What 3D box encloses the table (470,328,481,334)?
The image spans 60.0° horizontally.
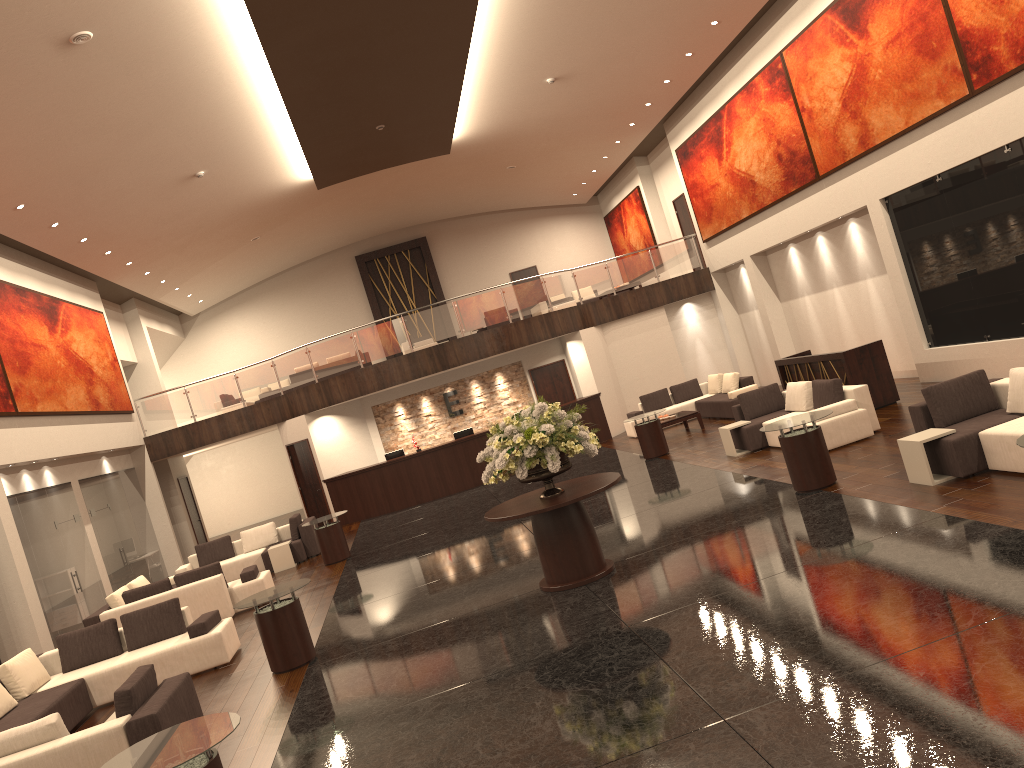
[{"bbox_3d":[-1.011,-1.452,26.991,0.400,0.460,0.400,-17,1,-7],"label":"table"}]

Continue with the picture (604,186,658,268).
[{"bbox_3d":[3.902,-4.724,29.031,0.070,2.526,4.515,-17,1,-7],"label":"picture"}]

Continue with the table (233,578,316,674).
[{"bbox_3d":[-2.425,2.597,9.409,0.844,0.795,0.833,-17,1,44],"label":"table"}]

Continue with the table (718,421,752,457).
[{"bbox_3d":[3.586,0.863,14.041,0.400,0.460,0.400,-17,1,-7],"label":"table"}]

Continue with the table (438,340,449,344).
[{"bbox_3d":[-2.175,-1.111,28.544,0.400,0.460,0.400,-17,1,-7],"label":"table"}]

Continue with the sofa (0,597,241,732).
[{"bbox_3d":[-4.540,3.217,9.492,2.586,0.862,3.366,-17,1,-7],"label":"sofa"}]

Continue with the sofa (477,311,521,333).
[{"bbox_3d":[-0.544,-1.818,27.849,1.291,0.862,2.846,-17,1,-7],"label":"sofa"}]

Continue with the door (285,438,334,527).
[{"bbox_3d":[-4.923,2.473,21.652,0.990,2.232,0.104,-17,1,43],"label":"door"}]

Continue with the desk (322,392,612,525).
[{"bbox_3d":[-0.968,1.808,21.393,7.146,1.171,1.674,-17,1,-6],"label":"desk"}]

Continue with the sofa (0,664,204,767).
[{"bbox_3d":[-3.944,3.063,6.930,2.846,0.862,1.291,-17,1,-7],"label":"sofa"}]

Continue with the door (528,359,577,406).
[{"bbox_3d":[1.211,0.559,22.950,0.990,2.232,0.104,-17,1,-7],"label":"door"}]

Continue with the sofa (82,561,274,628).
[{"bbox_3d":[-5.213,3.361,14.797,2.586,0.862,3.366,-17,1,-7],"label":"sofa"}]

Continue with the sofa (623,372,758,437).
[{"bbox_3d":[4.019,0.448,19.812,2.586,0.862,3.366,-17,1,-7],"label":"sofa"}]

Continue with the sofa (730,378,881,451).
[{"bbox_3d":[4.245,0.456,13.343,1.291,0.862,2.846,-17,1,-7],"label":"sofa"}]

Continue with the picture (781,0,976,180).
[{"bbox_3d":[5.711,-5.108,14.399,0.070,2.526,4.515,-17,1,-7],"label":"picture"}]

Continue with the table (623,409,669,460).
[{"bbox_3d":[2.587,0.964,16.515,0.833,0.795,0.844,-17,1,32],"label":"table"}]

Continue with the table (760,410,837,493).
[{"bbox_3d":[3.371,0.797,10.173,0.844,0.795,0.833,-17,1,44],"label":"table"}]

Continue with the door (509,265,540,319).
[{"bbox_3d":[0.703,-2.959,31.077,0.990,2.232,0.104,-17,1,-7],"label":"door"}]

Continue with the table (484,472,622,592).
[{"bbox_3d":[0.560,1.610,9.400,1.498,0.921,1.498,-17,1,-16],"label":"table"}]

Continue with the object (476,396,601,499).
[{"bbox_3d":[0.237,0.654,9.387,1.402,1.097,1.453,-17,1,39],"label":"object"}]

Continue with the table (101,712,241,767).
[{"bbox_3d":[-1.868,2.477,5.125,0.844,0.795,0.833,-17,1,44],"label":"table"}]

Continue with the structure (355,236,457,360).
[{"bbox_3d":[-3.549,-2.688,30.454,2.524,4.236,0.187,-17,1,-7],"label":"structure"}]

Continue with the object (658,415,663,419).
[{"bbox_3d":[3.198,0.710,19.085,0.119,0.106,0.119,-17,1,16],"label":"object"}]

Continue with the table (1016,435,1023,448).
[{"bbox_3d":[3.928,0.677,5.889,0.844,0.795,0.833,-17,1,44],"label":"table"}]

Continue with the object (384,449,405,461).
[{"bbox_3d":[-2.765,1.847,21.260,0.483,0.485,0.189,-17,1,8],"label":"object"}]

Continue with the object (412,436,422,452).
[{"bbox_3d":[-2.249,1.401,20.798,0.163,0.390,0.165,-17,1,1],"label":"object"}]

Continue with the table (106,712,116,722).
[{"bbox_3d":[-3.222,3.043,7.683,0.400,0.460,0.400,-17,1,-7],"label":"table"}]

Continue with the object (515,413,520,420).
[{"bbox_3d":[0.316,0.891,21.572,0.483,0.485,0.189,-18,1,-32],"label":"object"}]

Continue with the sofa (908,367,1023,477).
[{"bbox_3d":[4.880,0.321,8.210,1.291,0.862,2.846,-17,1,-7],"label":"sofa"}]

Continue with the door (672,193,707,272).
[{"bbox_3d":[5.032,-4.225,25.087,0.104,2.232,0.990,-17,1,-7],"label":"door"}]

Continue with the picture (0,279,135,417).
[{"bbox_3d":[-9.050,-0.589,18.012,0.070,2.526,6.485,-17,1,-7],"label":"picture"}]

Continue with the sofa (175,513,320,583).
[{"bbox_3d":[-5.241,3.339,17.425,2.846,0.862,1.291,-17,1,-7],"label":"sofa"}]

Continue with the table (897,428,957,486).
[{"bbox_3d":[4.220,0.728,8.908,0.400,0.460,0.400,-17,1,-7],"label":"table"}]

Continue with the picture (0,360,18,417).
[{"bbox_3d":[-8.374,-0.733,12.543,0.070,2.526,4.515,-17,1,-7],"label":"picture"}]

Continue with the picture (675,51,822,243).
[{"bbox_3d":[5.035,-4.964,19.868,0.070,2.526,6.485,-17,1,-7],"label":"picture"}]

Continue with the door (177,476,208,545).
[{"bbox_3d":[-8.570,3.573,23.893,0.104,2.232,0.990,-17,1,-7],"label":"door"}]

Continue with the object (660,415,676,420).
[{"bbox_3d":[3.287,0.721,18.833,0.437,0.040,0.154,-17,1,39],"label":"object"}]

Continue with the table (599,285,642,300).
[{"bbox_3d":[3.338,-2.759,27.229,1.100,0.380,1.100,-17,1,-7],"label":"table"}]

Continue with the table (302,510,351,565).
[{"bbox_3d":[-3.209,2.764,15.751,0.833,0.795,0.844,-17,1,32],"label":"table"}]

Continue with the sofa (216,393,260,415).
[{"bbox_3d":[-7.524,0.338,27.938,3.366,0.862,2.586,-17,1,-7],"label":"sofa"}]

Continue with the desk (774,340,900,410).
[{"bbox_3d":[5.572,-0.075,15.423,0.700,1.043,2.606,-17,1,-7],"label":"desk"}]

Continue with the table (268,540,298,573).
[{"bbox_3d":[-4.358,3.284,16.872,0.400,0.460,0.400,-17,1,-7],"label":"table"}]

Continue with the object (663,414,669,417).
[{"bbox_3d":[3.292,0.683,18.965,0.119,0.106,0.119,-17,1,-25],"label":"object"}]

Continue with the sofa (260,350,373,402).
[{"bbox_3d":[-5.821,-0.173,26.650,3.366,0.862,2.586,-17,1,-7],"label":"sofa"}]

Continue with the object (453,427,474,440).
[{"bbox_3d":[-1.112,1.337,21.204,0.483,0.485,0.189,-17,1,-7],"label":"object"}]

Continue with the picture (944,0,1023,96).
[{"bbox_3d":[6.265,-5.225,9.916,0.070,2.526,4.515,-17,1,-7],"label":"picture"}]

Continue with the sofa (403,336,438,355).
[{"bbox_3d":[-2.761,-1.131,27.682,1.291,0.862,2.846,-17,1,-7],"label":"sofa"}]

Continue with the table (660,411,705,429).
[{"bbox_3d":[3.359,0.916,18.884,1.100,0.380,1.100,-17,1,-7],"label":"table"}]

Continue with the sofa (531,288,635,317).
[{"bbox_3d":[2.381,-2.726,28.209,3.366,0.862,2.586,-17,1,-7],"label":"sofa"}]
